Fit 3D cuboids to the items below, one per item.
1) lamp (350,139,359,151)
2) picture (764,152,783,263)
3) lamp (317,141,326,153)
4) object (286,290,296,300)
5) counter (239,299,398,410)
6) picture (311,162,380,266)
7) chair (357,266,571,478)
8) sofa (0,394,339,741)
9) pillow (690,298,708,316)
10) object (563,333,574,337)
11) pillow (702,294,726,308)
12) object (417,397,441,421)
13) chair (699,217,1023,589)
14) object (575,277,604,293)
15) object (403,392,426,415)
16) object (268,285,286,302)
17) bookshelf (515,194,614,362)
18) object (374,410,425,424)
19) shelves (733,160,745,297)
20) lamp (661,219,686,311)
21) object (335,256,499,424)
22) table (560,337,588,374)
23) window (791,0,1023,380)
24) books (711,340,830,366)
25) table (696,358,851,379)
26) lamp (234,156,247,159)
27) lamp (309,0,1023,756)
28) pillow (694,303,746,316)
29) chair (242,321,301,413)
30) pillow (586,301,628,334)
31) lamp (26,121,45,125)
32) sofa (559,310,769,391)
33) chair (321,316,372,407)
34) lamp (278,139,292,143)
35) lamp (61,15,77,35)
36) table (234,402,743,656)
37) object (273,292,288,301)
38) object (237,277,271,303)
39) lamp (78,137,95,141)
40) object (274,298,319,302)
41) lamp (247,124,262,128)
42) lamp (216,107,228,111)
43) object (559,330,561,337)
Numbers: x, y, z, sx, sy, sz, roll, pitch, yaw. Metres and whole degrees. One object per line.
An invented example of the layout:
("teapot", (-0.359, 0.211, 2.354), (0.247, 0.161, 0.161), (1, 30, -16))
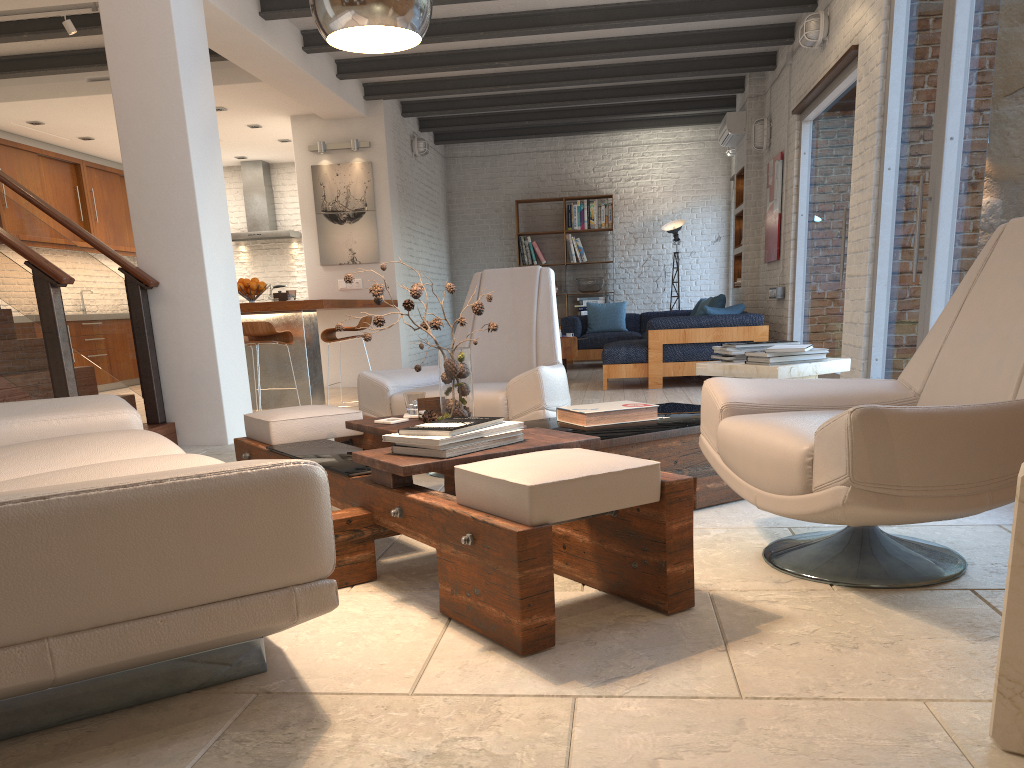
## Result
("lamp", (-1.630, -2.474, 9.027), (0.079, 0.108, 0.077), (5, 14, 34))
("picture", (2.548, -1.693, 8.512), (0.019, 0.994, 0.716), (-1, 12, 7))
("lamp", (-1.982, -2.462, 9.071), (0.079, 0.108, 0.077), (5, 14, 34))
("object", (-1.919, -0.772, 7.586), (0.091, 0.088, 0.088), (1, 11, 22))
("counter", (-2.204, -0.308, 8.502), (1.686, 0.952, 2.415), (-2, 6, 7))
("picture", (-1.771, -1.803, 9.278), (0.655, 1.053, 0.019), (-1, 15, 7))
("chair", (-0.129, -0.078, 4.456), (1.024, 1.053, 0.940), (2, 11, 23))
("sofa", (-1.455, 0.284, 2.438), (1.128, 0.782, 2.285), (-8, 8, -33))
("pillow", (2.340, -0.858, 10.804), (0.243, 0.411, 1.070), (-1, 6, 6))
("object", (0.661, -0.554, 10.063), (0.155, 0.059, 0.262), (-3, 6, 0))
("pillow", (2.168, -0.759, 9.506), (0.255, 0.430, 1.172), (-1, 6, 7))
("object", (-0.303, 0.098, 3.370), (0.093, 0.085, 0.111), (-6, 9, -21))
("chair", (1.180, 0.032, 2.575), (0.981, 1.035, 0.992), (-4, 10, -8))
("object", (1.088, -1.375, 12.192), (0.393, 0.209, 0.397), (-9, 10, -41))
("object", (-0.388, 0.078, 3.482), (0.090, 0.088, 0.089), (-9, 12, -33))
("object", (-3.170, -1.214, 11.921), (0.261, 0.285, 0.254), (3, 12, 28))
("bookshelf", (0.761, -1.423, 12.184), (1.318, 2.283, 0.350), (-1, 15, 7))
("object", (-0.412, 0.123, 3.415), (0.269, 0.036, 0.242), (-5, 6, -21))
("shelves", (2.656, -1.718, 9.843), (0.192, 1.479, 0.738), (-1, 13, 7))
("lamp", (2.349, -1.266, 11.698), (0.502, 1.912, 0.841), (-8, 14, -20))
("object", (-0.340, -0.142, 3.053), (0.538, 0.629, 0.307), (-7, 13, -21))
("table", (0.275, -0.301, 9.928), (1.076, 0.462, 1.771), (-1, 6, 13))
("window", (2.477, -3.051, 5.419), (0.648, 6.616, 11.926), (-1, 8, 7))
("books", (1.208, -0.144, 4.012), (0.388, 0.082, 0.551), (-3, 5, -9))
("table", (1.227, 0.145, 4.145), (0.488, 0.522, 0.484), (-9, 12, -32))
("lamp", (-3.519, -2.955, 11.312), (0.124, 0.057, 0.119), (-2, 7, 7))
("lamp", (0.273, -0.555, 1.829), (2.005, 2.435, 0.311), (7, 17, 41))
("pillow", (1.909, -0.583, 8.248), (0.557, 0.340, 0.369), (-7, 11, -32))
("chair", (-2.081, -0.132, 7.342), (0.405, 0.803, 0.405), (-1, 13, 7))
("pillow", (1.242, -0.874, 11.433), (0.555, 0.424, 0.215), (-2, 13, 6))
("lamp", (-4.858, -2.679, 8.883), (0.124, 0.057, 0.119), (-2, 7, 7))
("sofa", (1.504, -0.463, 9.867), (2.080, 0.683, 3.821), (-2, 5, 7))
("chair", (-1.416, -0.201, 7.782), (0.423, 0.803, 0.388), (-1, 13, 7))
("lamp", (-2.700, -2.905, 10.346), (0.124, 0.057, 0.119), (-2, 7, 7))
("lamp", (-3.054, -2.471, 6.015), (0.086, 0.134, 0.058), (-10, 15, -32))
("table", (0.073, 0.310, 3.279), (1.945, 0.444, 2.162), (-6, 6, -32))
("object", (-2.033, -0.761, 7.677), (0.092, 0.085, 0.112), (-10, 11, -37))
("object", (-2.309, -0.823, 7.698), (0.362, 0.230, 0.355), (-7, 9, -27))
("lamp", (-4.754, -2.760, 9.736), (0.124, 0.057, 0.119), (-2, 7, 7))
("object", (-1.909, -0.738, 7.627), (0.395, 0.036, 0.192), (-2, 6, 11))
("lamp", (-2.804, -2.825, 9.494), (0.124, 0.057, 0.119), (-2, 7, 7))
("lamp", (-2.907, -2.744, 8.640), (0.124, 0.057, 0.119), (-2, 7, 7))
("object", (0.507, -0.560, 9.895), (0.108, 0.112, 0.104), (2, 11, 23))
